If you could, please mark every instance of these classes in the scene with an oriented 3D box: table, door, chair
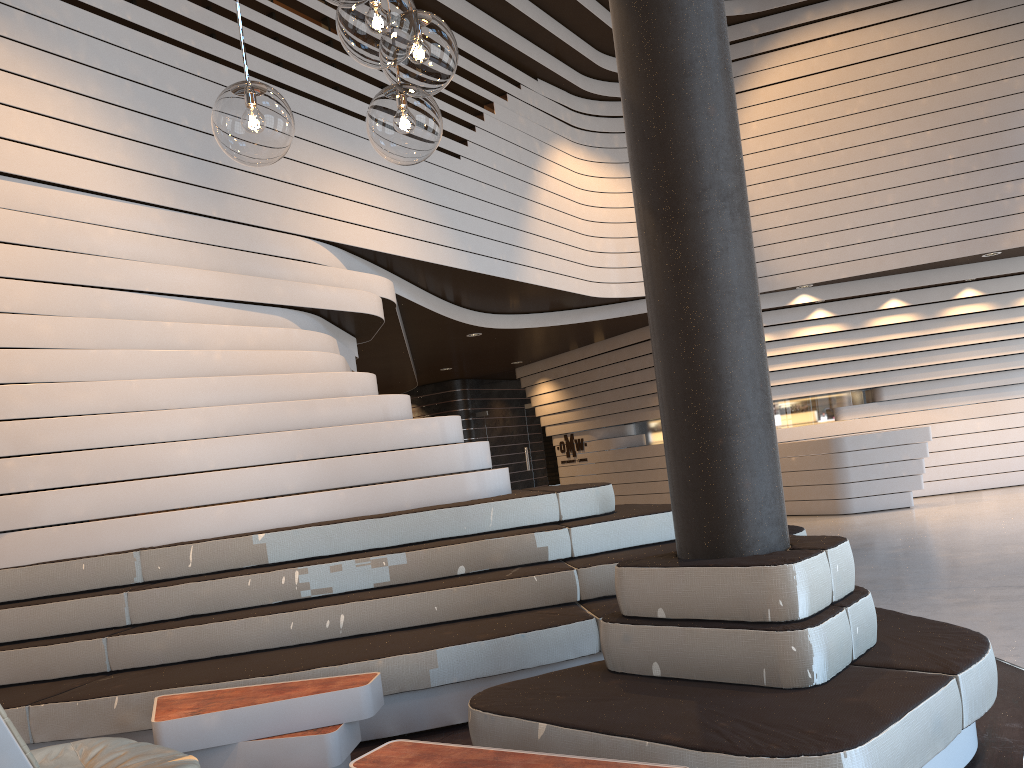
[{"bbox_3d":[-0.941,1.341,3.251,0.907,0.371,0.413,-8,-2,4],"label":"table"},{"bbox_3d":[-0.050,1.126,2.096,0.917,0.370,0.409,-10,-3,34],"label":"table"},{"bbox_3d":[0.154,1.117,15.672,1.794,2.703,0.078,-8,1,36],"label":"door"},{"bbox_3d":[-1.261,1.111,2.440,0.702,0.767,0.665,-6,-2,-43],"label":"chair"}]

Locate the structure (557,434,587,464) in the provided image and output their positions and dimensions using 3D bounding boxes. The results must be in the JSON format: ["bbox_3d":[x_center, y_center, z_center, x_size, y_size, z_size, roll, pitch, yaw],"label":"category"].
[{"bbox_3d":[0.982,1.058,14.501,0.017,0.469,0.811,-8,-2,-33],"label":"structure"}]

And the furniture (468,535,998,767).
[{"bbox_3d":[0.835,0.896,2.760,1.756,0.722,1.289,-6,-4,-23],"label":"furniture"}]

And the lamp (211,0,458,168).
[{"bbox_3d":[0.976,-2.514,7.184,9.141,4.614,41.525,-9,-5,31],"label":"lamp"}]

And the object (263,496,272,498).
[{"bbox_3d":[-2.090,1.075,7.230,0.366,0.554,0.601,-7,-2,-18],"label":"object"}]
